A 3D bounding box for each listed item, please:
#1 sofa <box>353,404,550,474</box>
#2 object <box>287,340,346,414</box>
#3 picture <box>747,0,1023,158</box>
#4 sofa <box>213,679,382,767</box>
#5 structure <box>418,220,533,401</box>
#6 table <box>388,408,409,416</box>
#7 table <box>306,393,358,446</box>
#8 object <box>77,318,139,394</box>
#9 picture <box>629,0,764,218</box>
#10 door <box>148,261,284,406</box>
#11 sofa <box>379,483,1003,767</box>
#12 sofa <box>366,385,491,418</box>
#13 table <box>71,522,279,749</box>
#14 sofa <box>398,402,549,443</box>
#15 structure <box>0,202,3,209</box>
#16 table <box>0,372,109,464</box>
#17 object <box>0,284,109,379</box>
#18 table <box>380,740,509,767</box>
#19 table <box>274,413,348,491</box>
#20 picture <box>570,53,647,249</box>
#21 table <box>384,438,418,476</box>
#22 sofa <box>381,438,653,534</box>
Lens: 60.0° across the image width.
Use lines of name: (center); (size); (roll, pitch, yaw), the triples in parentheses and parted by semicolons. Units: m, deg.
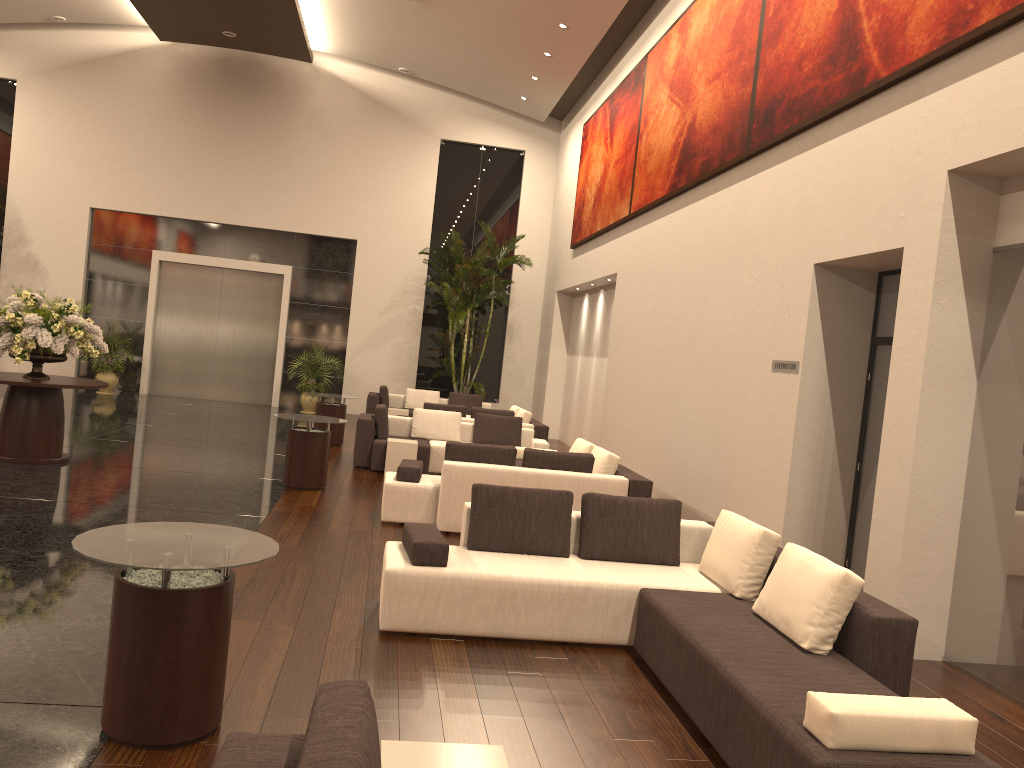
sofa: (-0.785, 0.836, 12.639); (2.846, 0.862, 1.291); (6, 2, -8)
object: (-4.467, -0.193, 19.832); (1.297, 1.682, 1.373); (7, 2, 30)
picture: (2.893, -3.491, 6.869); (0.070, 2.526, 4.515); (6, 2, -8)
sofa: (0.659, 1.321, 2.171); (2.846, 0.862, 1.291); (6, 2, -8)
structure: (-0.952, -1.291, 19.754); (2.436, 4.611, 2.531); (5, 2, -36)
table: (-2.262, 0.729, 17.498); (0.400, 0.460, 0.400); (6, 2, -8)
table: (-2.955, 0.582, 14.410); (0.844, 0.795, 0.833); (8, 2, 43)
object: (-8.742, -0.629, 19.276); (1.297, 1.682, 1.373); (7, 2, 25)
picture: (2.277, -3.698, 11.340); (0.070, 2.526, 4.515); (6, 2, -8)
door: (-6.763, -1.143, 20.352); (2.767, 3.048, 0.040); (6, 2, -8)
sofa: (0.606, 1.232, 4.796); (2.586, 0.862, 3.366); (6, 2, -8)
sofa: (-1.559, 0.576, 18.253); (2.846, 0.862, 1.291); (6, 2, -8)
table: (-1.465, 1.076, 3.811); (0.833, 0.795, 0.844); (7, 2, 31)
sofa: (-0.916, 0.725, 15.702); (2.586, 0.862, 3.366); (6, 2, -8)
structure: (-12.031, -2.421, 18.319); (2.436, 4.611, 2.531); (5, 2, -36)
table: (-5.456, 0.391, 10.094); (1.498, 0.921, 1.498); (5, 2, -17)
object: (-5.324, -0.609, 10.064); (1.402, 1.097, 1.453); (7, 2, 38)
table: (-0.225, 1.413, 2.718); (0.400, 0.460, 0.400); (6, 2, -8)
table: (-2.338, 0.783, 10.137); (0.844, 0.795, 0.833); (8, 2, 43)
picture: (1.660, -3.905, 15.815); (0.070, 2.526, 4.515); (6, 2, -8)
table: (-1.488, 0.989, 11.884); (0.400, 0.460, 0.400); (6, 2, -8)
sofa: (-0.142, 0.985, 10.088); (2.586, 0.862, 3.366); (6, 2, -8)
